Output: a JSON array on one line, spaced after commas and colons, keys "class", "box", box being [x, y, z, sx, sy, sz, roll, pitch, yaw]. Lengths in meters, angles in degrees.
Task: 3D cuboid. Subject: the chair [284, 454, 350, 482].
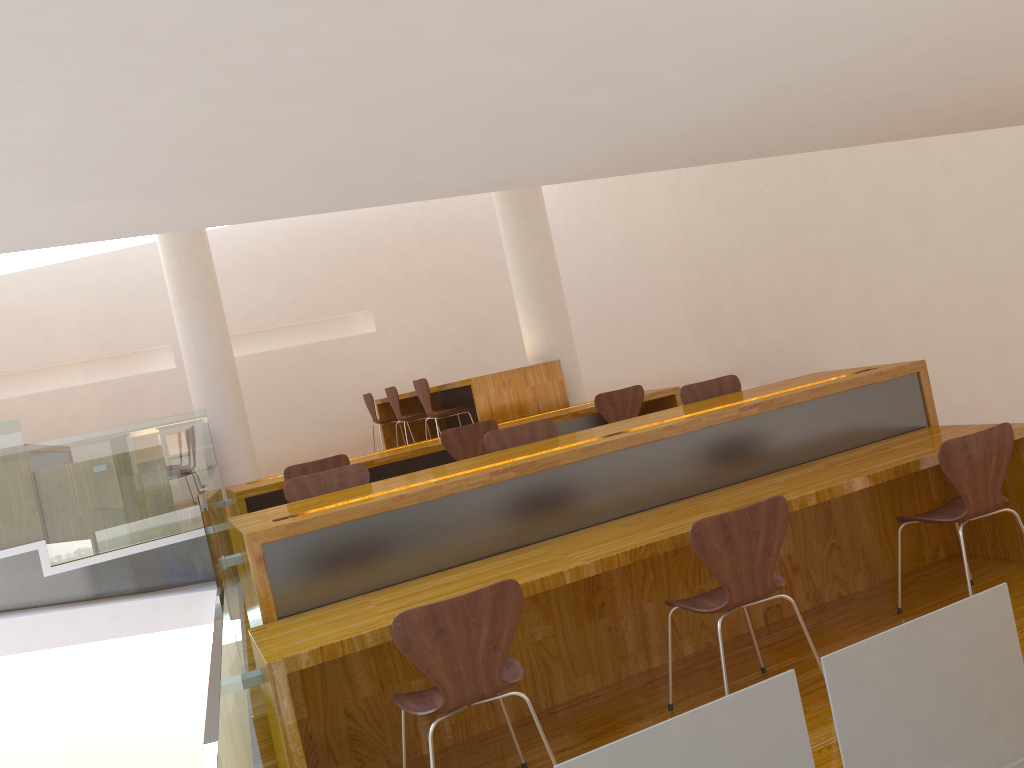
[{"class": "chair", "box": [-1.143, 0.796, 5.358, 0.428, 0.693, 0.381, -12, 1, -22]}]

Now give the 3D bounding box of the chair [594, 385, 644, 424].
[{"class": "chair", "box": [0.732, 0.386, 6.187, 0.428, 0.693, 0.381, -12, 1, -22]}]

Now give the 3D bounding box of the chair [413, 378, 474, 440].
[{"class": "chair", "box": [-0.534, 0.267, 7.301, 0.381, 0.693, 0.428, -12, 1, -22]}]

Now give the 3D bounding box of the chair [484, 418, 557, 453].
[{"class": "chair", "box": [0.165, 0.529, 4.231, 0.428, 0.693, 0.381, -12, 1, -22]}]

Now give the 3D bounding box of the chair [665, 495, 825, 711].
[{"class": "chair", "box": [0.732, 0.743, 2.992, 0.428, 0.693, 0.381, -12, 1, -22]}]

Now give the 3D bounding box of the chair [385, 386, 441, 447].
[{"class": "chair", "box": [-0.897, 0.335, 8.200, 0.381, 0.693, 0.428, -12, 1, -22]}]

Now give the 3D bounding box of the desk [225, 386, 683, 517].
[{"class": "desk", "box": [-0.292, 0.654, 6.239, 3.185, 0.606, 0.760, -12, 1, -22]}]

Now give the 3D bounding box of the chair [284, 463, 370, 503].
[{"class": "chair", "box": [-0.713, 0.720, 3.863, 0.428, 0.693, 0.381, -12, 1, -22]}]

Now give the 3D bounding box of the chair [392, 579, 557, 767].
[{"class": "chair", "box": [-0.146, 0.935, 2.623, 0.428, 0.693, 0.381, -12, 1, -22]}]

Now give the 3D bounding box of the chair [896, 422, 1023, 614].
[{"class": "chair", "box": [1.729, 0.525, 3.452, 0.428, 0.693, 0.381, -12, 1, -22]}]

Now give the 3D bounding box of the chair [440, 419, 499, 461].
[{"class": "chair", "box": [-0.265, 0.604, 5.727, 0.428, 0.693, 0.381, -12, 1, -22]}]

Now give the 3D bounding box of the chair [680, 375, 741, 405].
[{"class": "chair", "box": [1.191, 0.305, 4.621, 0.428, 0.693, 0.381, -12, 1, -22]}]

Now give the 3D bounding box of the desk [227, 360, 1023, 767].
[{"class": "desk", "box": [0.557, 0.659, 3.719, 3.236, 0.918, 1.285, -12, 1, -22]}]

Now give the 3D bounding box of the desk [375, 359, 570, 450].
[{"class": "desk", "box": [-0.495, 0.287, 8.339, 0.760, 0.606, 3.185, -12, 1, -22]}]

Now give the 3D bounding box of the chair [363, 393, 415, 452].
[{"class": "chair", "box": [-1.280, 0.405, 9.250, 0.381, 0.693, 0.428, -12, 1, -22]}]

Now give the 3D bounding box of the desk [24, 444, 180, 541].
[{"class": "desk", "box": [-3.549, 0.868, 7.025, 1.527, 0.785, 3.243, -12, 1, -22]}]
